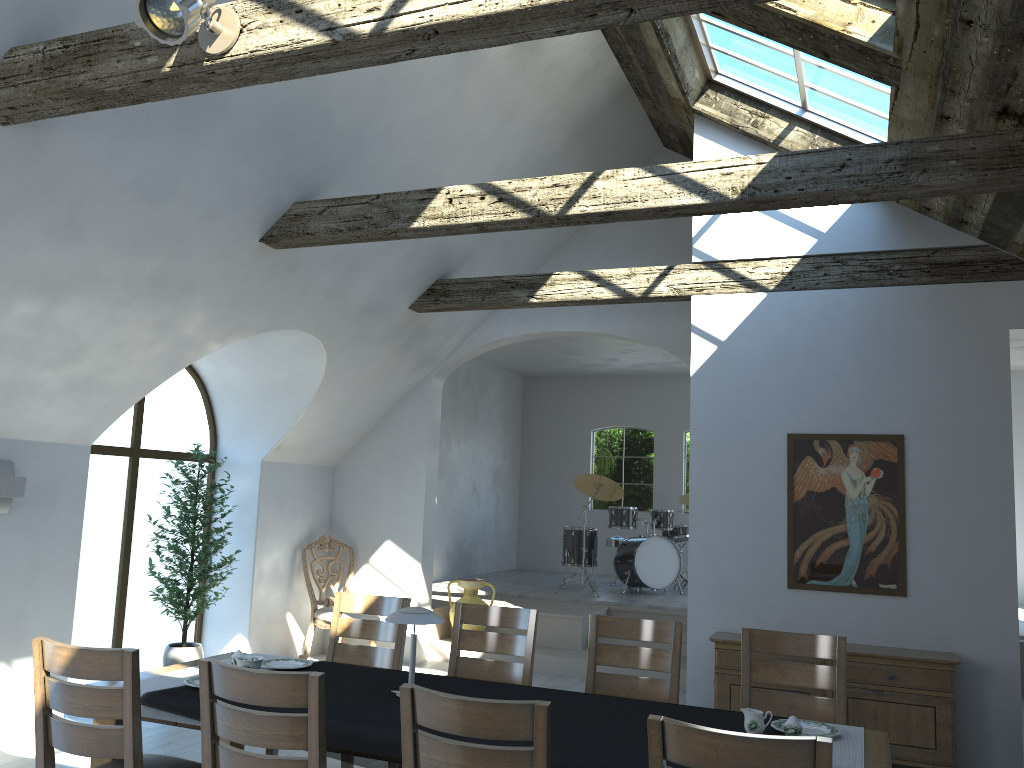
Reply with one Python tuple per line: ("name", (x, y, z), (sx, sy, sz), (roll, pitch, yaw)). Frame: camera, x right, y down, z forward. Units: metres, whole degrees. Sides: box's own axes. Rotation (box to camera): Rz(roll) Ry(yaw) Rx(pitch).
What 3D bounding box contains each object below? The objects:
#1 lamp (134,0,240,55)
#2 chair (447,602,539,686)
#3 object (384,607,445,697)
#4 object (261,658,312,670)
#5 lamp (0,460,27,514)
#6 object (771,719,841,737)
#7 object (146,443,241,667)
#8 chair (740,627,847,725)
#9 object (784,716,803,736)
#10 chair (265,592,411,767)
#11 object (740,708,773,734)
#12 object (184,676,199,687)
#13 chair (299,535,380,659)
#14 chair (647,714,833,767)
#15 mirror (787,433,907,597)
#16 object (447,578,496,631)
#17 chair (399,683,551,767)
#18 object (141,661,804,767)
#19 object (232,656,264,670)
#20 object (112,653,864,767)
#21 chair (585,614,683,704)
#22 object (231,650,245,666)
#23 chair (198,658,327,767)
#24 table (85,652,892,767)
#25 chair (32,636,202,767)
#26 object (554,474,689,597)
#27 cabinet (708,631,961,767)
("lamp", (-1.129, -1.306, 3.073), (0.233, 0.311, 0.354), (-1, -8, 22))
("chair", (-0.194, 1.629, 4.364), (0.514, 1.006, 0.605), (-1, -8, 22))
("object", (-0.407, 1.102, 3.650), (0.251, 0.362, 0.251), (-5, -10, 44))
("object", (-1.065, 1.316, 4.157), (0.250, 0.017, 0.253), (-1, -8, 22))
("lamp", (-3.070, 0.630, 5.410), (0.127, 0.325, 0.127), (-1, -8, 22))
("object", (1.100, 1.295, 3.321), (0.250, 0.017, 0.253), (-1, -8, 22))
("object", (-2.571, 1.430, 7.135), (0.718, 1.920, 0.737), (-4, -10, 40))
("chair", (1.192, 1.614, 3.817), (0.514, 1.006, 0.605), (-1, -8, 22))
("object", (1.003, 1.232, 3.164), (0.064, 0.092, 0.064), (2, -7, -1))
("chair", (-0.887, 1.637, 4.637), (0.514, 1.006, 0.605), (-1, -8, 22))
("object", (0.885, 1.232, 3.221), (0.100, 0.098, 0.071), (3, -7, -9))
("object", (-1.244, 1.253, 3.722), (0.250, 0.017, 0.253), (-1, -8, 22))
("chair", (-1.589, 1.997, 8.202), (0.552, 1.159, 0.655), (9, -10, -43))
("chair", (0.655, 1.418, 2.460), (0.514, 1.006, 0.605), (-1, -8, 22))
("mirror", (2.218, 0.856, 5.907), (0.736, 1.047, 0.009), (-1, -8, 22))
("object", (-0.409, 2.217, 8.655), (0.402, 0.605, 0.396), (5, -8, -21))
("chair", (-0.038, 1.425, 2.733), (0.514, 1.006, 0.605), (-1, -8, 22))
("object", (-0.143, 1.393, 3.515), (2.456, 0.227, 1.073), (-1, -8, 22))
("object", (-1.161, 1.248, 3.908), (0.130, 0.081, 0.124), (6, -8, -25))
("object", (-0.145, 1.321, 3.523), (2.872, 0.077, 1.050), (-1, -8, 22))
("chair", (0.499, 1.621, 4.090), (0.514, 1.006, 0.605), (-1, -8, 22))
("object", (-1.244, 1.254, 4.025), (0.064, 0.092, 0.064), (-4, -10, 40))
("chair", (-0.732, 1.433, 3.007), (0.514, 1.006, 0.605), (-1, -8, 22))
("table", (-0.177, 1.651, 3.483), (3.078, 0.737, 0.939), (-1, -8, 22))
("chair", (-1.425, 1.441, 3.280), (0.514, 1.006, 0.605), (-1, -8, 22))
("object", (1.470, 1.851, 11.021), (2.354, 1.383, 1.465), (6, -8, -24))
("cabinet", (2.018, 2.026, 5.631), (1.481, 0.714, 0.383), (-1, -8, 22))
